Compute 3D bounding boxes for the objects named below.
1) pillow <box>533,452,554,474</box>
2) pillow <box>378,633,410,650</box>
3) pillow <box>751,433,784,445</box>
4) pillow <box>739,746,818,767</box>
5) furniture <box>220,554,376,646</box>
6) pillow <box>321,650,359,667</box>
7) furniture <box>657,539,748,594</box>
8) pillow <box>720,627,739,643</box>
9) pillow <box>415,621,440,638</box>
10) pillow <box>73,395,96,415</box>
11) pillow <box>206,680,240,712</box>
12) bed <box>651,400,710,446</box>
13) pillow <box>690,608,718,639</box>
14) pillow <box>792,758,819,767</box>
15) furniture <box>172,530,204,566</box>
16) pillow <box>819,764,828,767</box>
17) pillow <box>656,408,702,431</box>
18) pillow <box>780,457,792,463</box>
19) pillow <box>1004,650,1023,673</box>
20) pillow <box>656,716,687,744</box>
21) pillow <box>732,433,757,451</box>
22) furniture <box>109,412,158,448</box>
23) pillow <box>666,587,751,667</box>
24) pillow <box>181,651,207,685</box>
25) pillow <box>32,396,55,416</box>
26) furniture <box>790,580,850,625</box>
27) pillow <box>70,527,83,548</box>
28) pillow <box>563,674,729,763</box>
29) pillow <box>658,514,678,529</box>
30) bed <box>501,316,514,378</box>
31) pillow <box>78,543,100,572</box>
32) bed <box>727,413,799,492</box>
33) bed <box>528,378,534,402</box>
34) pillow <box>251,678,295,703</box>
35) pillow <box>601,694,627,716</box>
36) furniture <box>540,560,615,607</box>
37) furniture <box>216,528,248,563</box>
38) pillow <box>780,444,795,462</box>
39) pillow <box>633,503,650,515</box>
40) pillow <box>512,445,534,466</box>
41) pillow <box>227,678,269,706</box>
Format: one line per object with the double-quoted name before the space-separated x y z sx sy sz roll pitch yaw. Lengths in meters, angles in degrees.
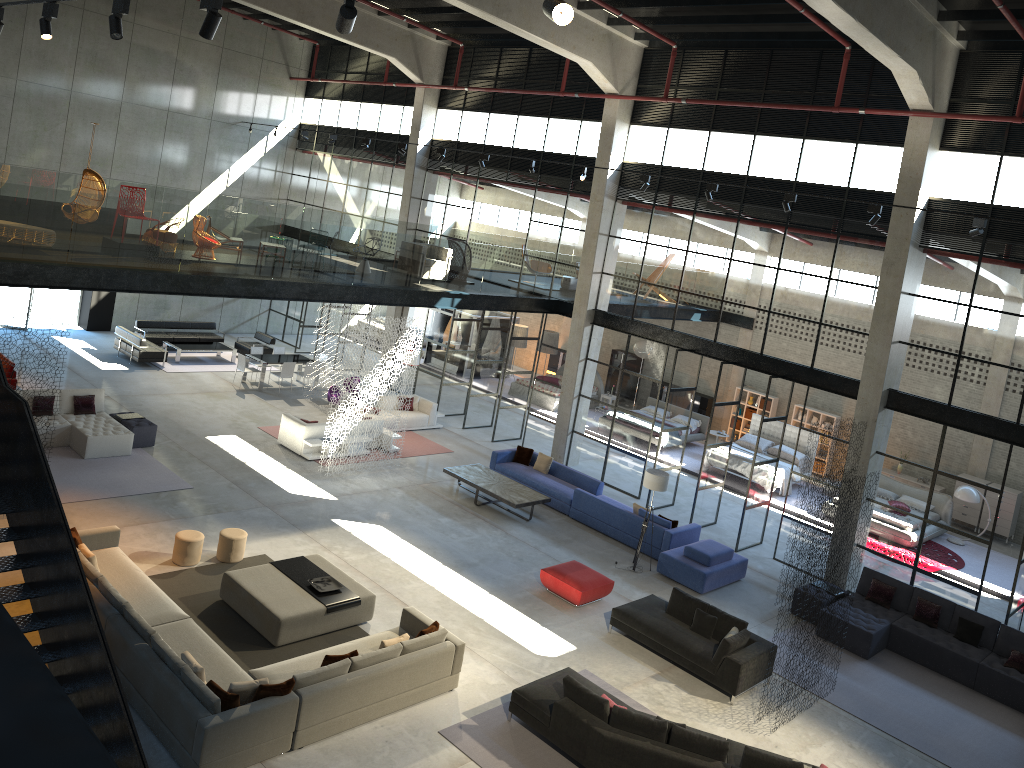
"pillow" 0.670 1.712 18.894 0.409 0.378 0.206 18 9 43
"pillow" -1.416 3.109 10.213 0.211 0.378 0.399 15 9 43
"pillow" 6.676 1.603 23.333 1.075 0.319 0.487 20 13 42
"pillow" 3.028 4.124 9.101 1.308 0.407 0.273 13 6 13
"furniture" -2.881 2.873 11.830 1.478 0.394 1.531 20 15 41
"pillow" -1.935 3.115 9.729 0.407 0.354 0.274 4 9 -37
"furniture" 3.418 3.126 15.604 0.969 0.548 1.531 19 13 41
"pillow" 2.979 3.523 12.066 0.210 0.312 0.343 13 8 21
"pillow" -1.075 3.088 10.640 0.262 0.367 0.400 13 8 21
"pillow" -8.321 0.410 17.092 0.240 0.341 0.411 16 10 41
"pillow" -2.856 3.161 8.709 0.403 0.368 0.260 13 7 21
"bed" 4.050 1.124 24.892 2.303 0.860 2.386 20 14 42
"pillow" 2.725 3.400 12.465 0.349 0.304 0.186 17 8 40
"pillow" 3.086 4.119 9.242 0.344 0.297 0.222 13 7 16
"furniture" -4.687 2.369 12.695 0.398 0.396 0.409 6 9 -33
"pillow" 3.393 4.175 9.229 0.342 0.285 0.249 15 8 29
"pillow" 4.543 0.949 25.460 1.968 0.309 0.546 20 14 42
"pillow" 7.175 1.897 22.668 0.712 0.327 0.979 0 15 -46
"pillow" 7.651 4.189 13.183 0.391 0.229 0.324 19 12 42
"pillow" 1.709 3.797 9.538 0.357 0.317 0.199 12 6 11
"pillow" 6.401 1.587 23.176 0.662 0.369 1.048 1 14 -43
"furniture" -7.488 0.896 17.283 0.977 0.450 0.507 18 11 37
"pillow" 2.853 3.420 12.394 0.737 0.413 1.619 7 11 -18
"pillow" -3.272 3.011 9.051 0.409 0.378 0.206 18 9 43
"pillow" -8.833 0.416 16.553 0.196 0.373 0.404 15 9 42
"furniture" 5.222 3.691 14.863 0.954 0.450 0.520 1 12 -42
"pillow" -5.661 2.103 11.403 0.257 0.367 0.408 7 8 -26
"pillow" 1.388 3.738 9.546 1.914 0.416 0.435 15 9 22
"pillow" 2.885 2.643 16.324 0.403 0.368 0.260 13 7 21
"bed" -1.400 -1.476 29.784 2.293 2.058 2.301 17 11 42
"pillow" -5.300 2.246 10.999 0.409 0.378 0.206 17 8 41
"bed" 6.358 1.765 22.487 2.263 1.403 2.307 18 12 41
"bed" 1.442 -0.078 27.441 2.072 1.266 2.330 19 13 42
"pillow" -2.452 3.184 8.954 0.396 0.367 0.264 3 9 -44
"pillow" 1.130 3.652 9.745 0.347 0.305 0.198 17 8 38
"furniture" 1.025 3.159 13.933 0.872 0.372 0.851 19 14 42
"furniture" -4.162 2.395 13.033 0.407 0.396 0.400 15 9 32
"pillow" 7.136 1.805 22.611 0.688 0.289 1.000 0 15 -44
"pillow" 2.469 2.493 16.666 0.409 0.378 0.206 18 9 43
"pillow" 0.252 1.571 19.237 0.403 0.368 0.260 13 7 21
"pillow" -2.712 3.139 8.920 0.398 0.352 0.269 5 8 -31
